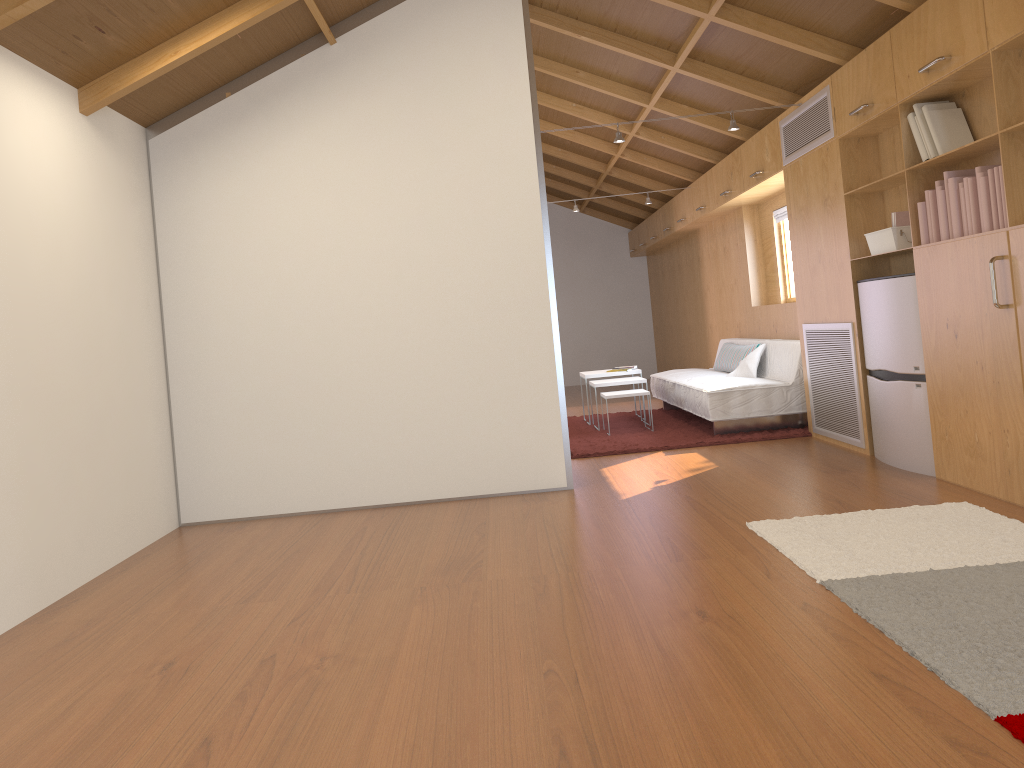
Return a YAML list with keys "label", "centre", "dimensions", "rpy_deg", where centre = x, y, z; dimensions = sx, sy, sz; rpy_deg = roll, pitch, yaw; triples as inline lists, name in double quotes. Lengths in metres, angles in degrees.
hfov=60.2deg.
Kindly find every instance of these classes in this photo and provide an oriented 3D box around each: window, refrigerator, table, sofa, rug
- label: "window"
  centre: [2.316, -1.035, 6.746]
  dimensions: [0.035, 0.790, 1.497]
  rpy_deg: [-5, 2, 0]
- label: "refrigerator"
  centre: [2.066, -0.074, 4.605]
  dimensions: [0.262, 0.988, 0.713]
  rpy_deg: [-5, 0, 0]
- label: "table"
  centre: [0.890, 0.158, 7.348]
  dimensions: [0.424, 0.383, 0.459]
  rpy_deg: [-5, 2, -1]
- label: "table"
  centre: [0.881, 0.103, 7.809]
  dimensions: [0.485, 0.438, 0.525]
  rpy_deg: [-5, 2, -1]
- label: "sofa"
  centre: [1.747, -0.024, 7.267]
  dimensions: [0.862, 0.628, 2.356]
  rpy_deg: [-5, 3, 0]
- label: "table"
  centre: [0.898, 0.219, 6.946]
  dimensions: [0.342, 0.309, 0.369]
  rpy_deg: [-5, 2, -1]
- label: "rug"
  centre: [1.447, 0.649, 1.799]
  dimensions: [0.916, 0.011, 3.724]
  rpy_deg: [-5, 3, 0]
- label: "rug"
  centre: [1.325, 0.337, 7.145]
  dimensions: [1.885, 0.020, 2.482]
  rpy_deg: [-5, 3, -1]

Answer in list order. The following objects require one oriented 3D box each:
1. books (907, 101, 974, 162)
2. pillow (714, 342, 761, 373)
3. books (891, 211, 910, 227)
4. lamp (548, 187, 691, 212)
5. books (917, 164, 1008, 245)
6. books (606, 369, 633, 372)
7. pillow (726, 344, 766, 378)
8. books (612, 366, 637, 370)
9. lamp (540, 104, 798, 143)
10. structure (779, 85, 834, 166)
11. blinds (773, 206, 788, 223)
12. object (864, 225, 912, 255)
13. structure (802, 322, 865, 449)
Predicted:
- label: "books"
  centre: [1.994, -1.181, 4.116]
  dimensions: [0.176, 0.297, 0.279]
  rpy_deg: [-5, 1, -1]
- label: "pillow"
  centre: [1.909, -0.219, 7.551]
  dimensions: [0.171, 0.251, 1.042]
  rpy_deg: [-5, 3, 0]
- label: "books"
  centre: [2.018, -0.785, 4.506]
  dimensions: [0.150, 0.192, 0.088]
  rpy_deg: [-5, 0, -1]
- label: "lamp"
  centre: [-0.135, -1.704, 8.703]
  dimensions: [3.828, 0.153, 0.072]
  rpy_deg: [-5, 0, -1]
- label: "books"
  centre: [2.023, -0.903, 2.657]
  dimensions: [0.189, 0.658, 3.111]
  rpy_deg: [-5, 3, 0]
- label: "books"
  centre: [0.937, -0.116, 7.662]
  dimensions: [0.192, 0.016, 0.153]
  rpy_deg: [-3, 4, 29]
- label: "pillow"
  centre: [1.839, -0.177, 6.927]
  dimensions: [0.268, 0.252, 0.344]
  rpy_deg: [-6, 2, -37]
- label: "books"
  centre: [0.987, -0.141, 7.732]
  dimensions: [0.192, 0.016, 0.153]
  rpy_deg: [-4, 4, 19]
- label: "lamp"
  centre: [-0.096, -1.516, 5.512]
  dimensions: [3.828, 0.153, 0.072]
  rpy_deg: [-5, 0, -1]
- label: "structure"
  centre: [1.825, -1.591, 5.507]
  dimensions: [0.013, 0.300, 0.903]
  rpy_deg: [-5, 3, 0]
- label: "blinds"
  centre: [2.234, -1.369, 6.751]
  dimensions: [0.047, 0.111, 1.498]
  rpy_deg: [-5, 3, 0]
- label: "object"
  centre: [2.017, -0.750, 4.629]
  dimensions: [0.203, 0.122, 0.350]
  rpy_deg: [-5, 3, -1]
- label: "structure"
  centre: [1.971, -0.016, 5.452]
  dimensions: [0.013, 0.722, 0.820]
  rpy_deg: [-5, 1, 0]
